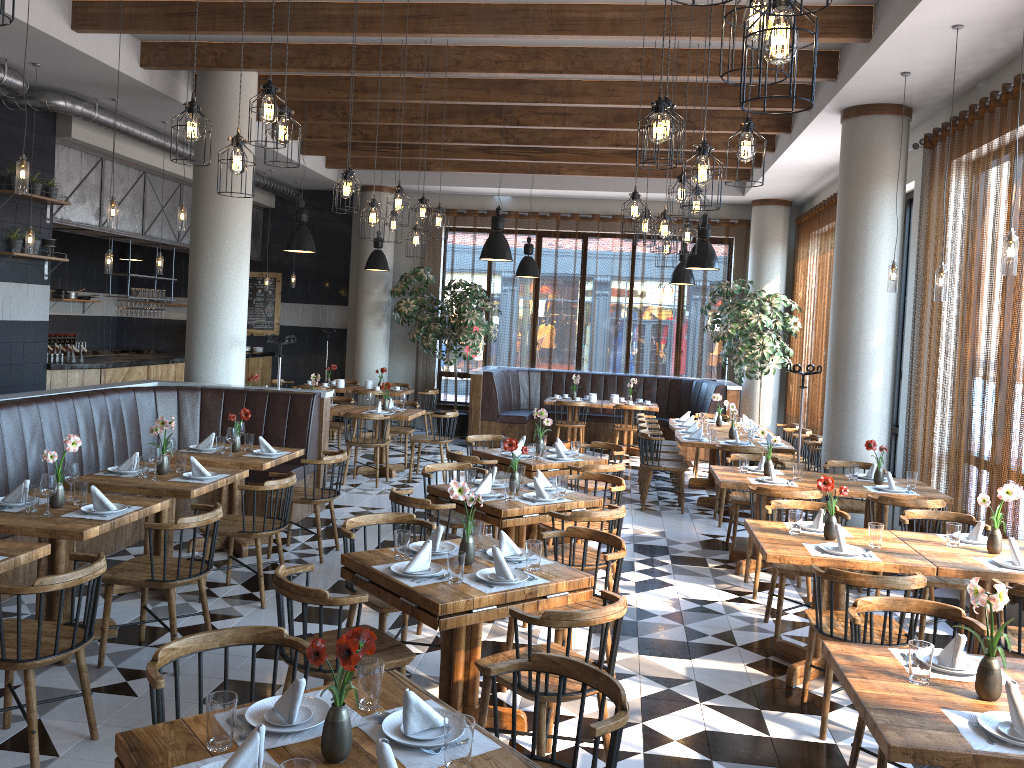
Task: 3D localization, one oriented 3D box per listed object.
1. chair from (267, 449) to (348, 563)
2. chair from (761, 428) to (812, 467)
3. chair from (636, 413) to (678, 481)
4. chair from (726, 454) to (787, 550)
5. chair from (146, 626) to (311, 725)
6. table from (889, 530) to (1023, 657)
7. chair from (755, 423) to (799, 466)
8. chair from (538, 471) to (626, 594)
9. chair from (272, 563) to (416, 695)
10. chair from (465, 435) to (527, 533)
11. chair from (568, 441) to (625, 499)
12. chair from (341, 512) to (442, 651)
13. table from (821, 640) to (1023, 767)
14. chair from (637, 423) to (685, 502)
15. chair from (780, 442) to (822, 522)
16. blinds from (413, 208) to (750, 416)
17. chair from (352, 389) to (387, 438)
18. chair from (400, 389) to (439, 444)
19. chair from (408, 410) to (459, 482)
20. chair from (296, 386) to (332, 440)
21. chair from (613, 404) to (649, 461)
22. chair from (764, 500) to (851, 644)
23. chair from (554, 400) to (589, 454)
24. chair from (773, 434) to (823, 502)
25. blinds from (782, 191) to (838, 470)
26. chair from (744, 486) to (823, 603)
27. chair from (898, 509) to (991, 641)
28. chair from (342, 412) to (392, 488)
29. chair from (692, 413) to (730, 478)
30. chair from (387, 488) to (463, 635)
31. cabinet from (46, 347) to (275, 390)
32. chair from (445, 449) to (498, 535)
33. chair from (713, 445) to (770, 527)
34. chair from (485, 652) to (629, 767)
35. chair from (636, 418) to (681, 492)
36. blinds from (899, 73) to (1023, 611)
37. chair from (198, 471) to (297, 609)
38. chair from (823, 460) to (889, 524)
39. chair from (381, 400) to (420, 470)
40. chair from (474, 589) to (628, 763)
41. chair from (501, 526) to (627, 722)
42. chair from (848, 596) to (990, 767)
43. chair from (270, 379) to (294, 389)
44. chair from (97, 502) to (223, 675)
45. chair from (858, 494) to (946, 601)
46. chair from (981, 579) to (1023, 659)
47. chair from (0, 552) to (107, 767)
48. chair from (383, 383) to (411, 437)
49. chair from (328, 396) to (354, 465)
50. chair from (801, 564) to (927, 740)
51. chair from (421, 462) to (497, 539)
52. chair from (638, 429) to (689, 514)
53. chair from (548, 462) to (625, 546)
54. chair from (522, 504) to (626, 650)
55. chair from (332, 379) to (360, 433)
[{"bbox_3d":[-1.592,0.932,6.948,0.550,0.816,0.520,3,2,7],"label":"chair"},{"bbox_3d":[3.262,0.939,10.557,0.550,0.816,0.520,3,2,7],"label":"chair"},{"bbox_3d":[1.837,0.812,11.327,0.550,0.816,0.520,3,2,7],"label":"chair"},{"bbox_3d":[2.150,1.066,7.848,0.519,0.816,0.550,3,2,7],"label":"chair"},{"bbox_3d":[-0.860,1.255,2.773,0.519,0.816,0.551,1,3,-38],"label":"chair"},{"bbox_3d":[2.635,1.318,4.914,0.850,0.763,0.851,3,3,7],"label":"table"},{"bbox_3d":[3.336,0.903,11.147,0.550,0.816,0.520,3,2,7],"label":"chair"},{"bbox_3d":[0.509,1.080,6.381,0.549,0.816,0.520,1,3,-38],"label":"chair"},{"bbox_3d":[-0.739,1.195,3.745,0.549,0.816,0.520,1,3,-38],"label":"chair"},{"bbox_3d":[-0.170,0.915,8.279,0.519,0.816,0.551,1,3,-38],"label":"chair"},{"bbox_3d":[0.733,0.970,8.167,0.549,0.816,0.520,1,3,-38],"label":"chair"},{"bbox_3d":[-0.625,1.139,4.649,0.519,0.816,0.551,1,3,-38],"label":"chair"},{"bbox_3d":[1.518,1.398,2.881,0.850,0.763,0.851,3,3,7],"label":"table"},{"bbox_3d":[1.685,0.887,10.110,0.550,0.816,0.520,3,2,7],"label":"chair"},{"bbox_3d":[3.105,1.016,9.305,0.550,0.816,0.520,3,2,7],"label":"chair"},{"bbox_3d":[1.091,-1.086,15.005,5.544,3.578,0.155,3,2,7],"label":"blinds"},{"bbox_3d":[-2.101,0.486,13.102,0.519,0.816,0.550,3,2,7],"label":"chair"},{"bbox_3d":[-1.422,0.483,13.668,0.550,0.816,0.520,3,2,7],"label":"chair"},{"bbox_3d":[-0.935,0.718,10.595,0.550,0.816,0.520,3,2,7],"label":"chair"},{"bbox_3d":[-2.952,0.434,13.208,0.519,0.816,0.550,3,2,7],"label":"chair"},{"bbox_3d":[1.706,0.698,12.913,0.519,0.816,0.550,3,2,7],"label":"chair"},{"bbox_3d":[1.876,1.200,5.663,0.519,0.816,0.550,3,2,7],"label":"chair"},{"bbox_3d":[0.855,0.646,13.018,0.519,0.816,0.550,3,2,7],"label":"chair"},{"bbox_3d":[3.181,0.979,9.912,0.550,0.816,0.520,3,2,7],"label":"chair"},{"bbox_3d":[4.268,-0.753,12.550,0.155,3.577,3.202,3,3,7],"label":"blinds"},{"bbox_3d":[1.987,1.146,6.552,0.519,0.816,0.550,3,2,7],"label":"chair"},{"bbox_3d":[2.712,1.251,5.559,0.519,0.816,0.550,3,2,7],"label":"chair"},{"bbox_3d":[-1.644,0.719,10.027,0.519,0.816,0.550,3,2,7],"label":"chair"},{"bbox_3d":[2.641,0.826,11.742,0.519,0.816,0.550,3,2,7],"label":"chair"},{"bbox_3d":[-0.507,1.081,5.590,0.549,0.816,0.520,1,3,-38],"label":"chair"},{"bbox_3d":[-6.129,0.105,13.040,3.028,1.163,6.003,3,4,7],"label":"cabinet"},{"bbox_3d":[-0.284,0.971,7.375,0.549,0.816,0.520,1,3,-38],"label":"chair"},{"bbox_3d":[2.281,1.003,8.877,0.519,0.816,0.550,3,2,7],"label":"chair"},{"bbox_3d":[0.043,1.309,2.660,0.549,0.816,0.520,1,3,-38],"label":"chair"},{"bbox_3d":[1.766,0.848,10.756,0.550,0.816,0.520,3,2,7],"label":"chair"},{"bbox_3d":[3.261,-0.261,4.560,0.160,3.576,7.276,3,3,7],"label":"blinds"},{"bbox_3d":[-1.729,0.999,5.854,0.550,0.816,0.520,3,2,7],"label":"chair"},{"bbox_3d":[2.986,1.117,7.744,0.519,0.816,0.550,3,2,7],"label":"chair"},{"bbox_3d":[-1.478,0.638,11.345,0.519,0.816,0.550,3,2,7],"label":"chair"},{"bbox_3d":[0.165,1.250,3.632,0.519,0.816,0.551,1,3,-38],"label":"chair"},{"bbox_3d":[0.278,1.194,4.536,0.549,0.816,0.520,1,3,-38],"label":"chair"},{"bbox_3d":[1.608,1.332,3.525,0.519,0.816,0.550,3,2,7],"label":"chair"},{"bbox_3d":[-3.535,0.354,13.943,0.550,0.816,0.520,3,2,7],"label":"chair"},{"bbox_3d":[-1.866,1.067,4.761,0.550,0.816,0.520,3,2,7],"label":"chair"},{"bbox_3d":[2.823,1.196,6.448,0.519,0.816,0.550,3,2,7],"label":"chair"},{"bbox_3d":[2.549,1.331,4.264,0.519,0.816,0.550,3,2,7],"label":"chair"},{"bbox_3d":[-2.003,1.134,3.668,0.550,0.816,0.520,3,2,7],"label":"chair"},{"bbox_3d":[-1.939,0.406,14.391,0.519,0.816,0.550,3,2,7],"label":"chair"},{"bbox_3d":[-2.338,0.586,11.452,0.519,0.816,0.550,3,2,7],"label":"chair"},{"bbox_3d":[1.713,1.280,4.368,0.519,0.816,0.550,3,2,7],"label":"chair"},{"bbox_3d":[-0.394,1.025,6.494,0.519,0.816,0.551,1,3,-38],"label":"chair"},{"bbox_3d":[1.606,0.926,9.485,0.550,0.816,0.520,3,2,7],"label":"chair"},{"bbox_3d":[0.620,1.026,7.262,0.519,0.816,0.551,1,3,-38],"label":"chair"},{"bbox_3d":[0.396,1.136,5.477,0.519,0.816,0.551,1,3,-38],"label":"chair"},{"bbox_3d":[-2.790,0.355,14.497,0.519,0.816,0.550,3,2,7],"label":"chair"}]
